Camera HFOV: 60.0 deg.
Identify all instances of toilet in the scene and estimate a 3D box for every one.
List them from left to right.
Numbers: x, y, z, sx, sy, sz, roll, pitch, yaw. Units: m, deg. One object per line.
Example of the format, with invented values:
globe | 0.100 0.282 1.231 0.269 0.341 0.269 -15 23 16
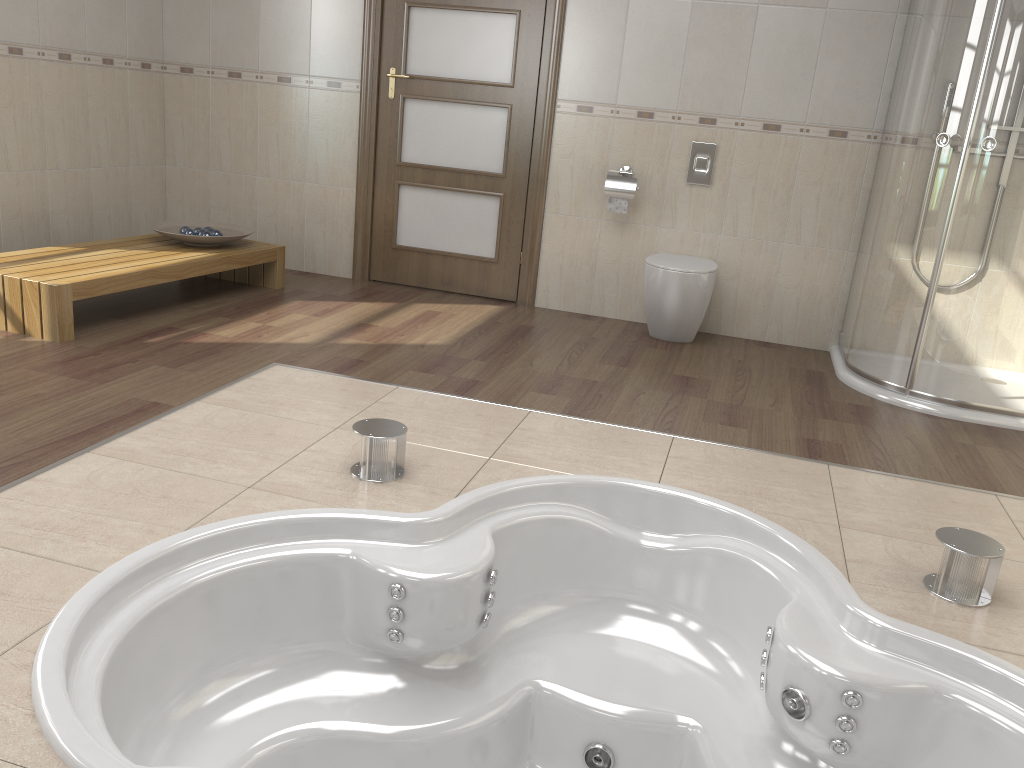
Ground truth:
toilet | 0.800 -0.405 4.310 0.337 0.388 0.519 10 17 13

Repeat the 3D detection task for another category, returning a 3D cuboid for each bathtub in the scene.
bathtub | 0.114 0.865 1.692 1.751 0.674 1.754 -4 20 -30

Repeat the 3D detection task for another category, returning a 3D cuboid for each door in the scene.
door | -0.293 -1.486 4.626 0.861 2.026 0.102 9 17 11

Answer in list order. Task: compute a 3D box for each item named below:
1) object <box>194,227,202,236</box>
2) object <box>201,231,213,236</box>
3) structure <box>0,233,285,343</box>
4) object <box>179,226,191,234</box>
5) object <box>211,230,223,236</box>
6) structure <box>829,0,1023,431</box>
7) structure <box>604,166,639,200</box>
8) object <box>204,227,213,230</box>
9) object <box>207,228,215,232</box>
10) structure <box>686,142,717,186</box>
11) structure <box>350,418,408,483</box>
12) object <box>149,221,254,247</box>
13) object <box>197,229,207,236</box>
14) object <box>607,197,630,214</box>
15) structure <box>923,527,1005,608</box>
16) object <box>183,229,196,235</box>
object | -1.562 -0.752 4.426 0.060 0.060 0.060 10 17 13
object | -1.488 -0.716 4.328 0.060 0.060 0.060 10 17 13
structure | -1.723 -0.492 4.051 0.620 0.220 1.450 11 18 18
object | -1.618 -0.753 4.398 0.060 0.060 0.060 10 17 13
object | -1.460 -0.732 4.383 0.060 0.060 0.060 10 17 13
structure | 1.987 -0.881 3.625 0.900 1.917 0.900 10 17 13
structure | 0.556 -1.004 4.408 0.170 0.151 0.154 10 17 13
object | -1.533 -0.765 4.479 0.060 0.060 0.060 10 17 13
object | -1.499 -0.747 4.430 0.060 0.060 0.060 10 17 13
structure | 0.930 -1.082 4.356 0.120 0.200 0.010 10 17 13
structure | -0.368 0.182 2.449 0.150 0.131 0.150 -1 18 -20
object | -1.534 -0.735 4.397 0.487 0.076 0.487 -4 19 -28
object | -1.523 -0.732 4.375 0.060 0.060 0.060 10 17 13
object | 0.536 -0.930 4.409 0.098 0.151 0.090 10 17 13
structure | 1.070 0.432 2.103 0.150 0.131 0.150 7 17 3
object | -1.581 -0.733 4.352 0.060 0.060 0.060 10 17 13
